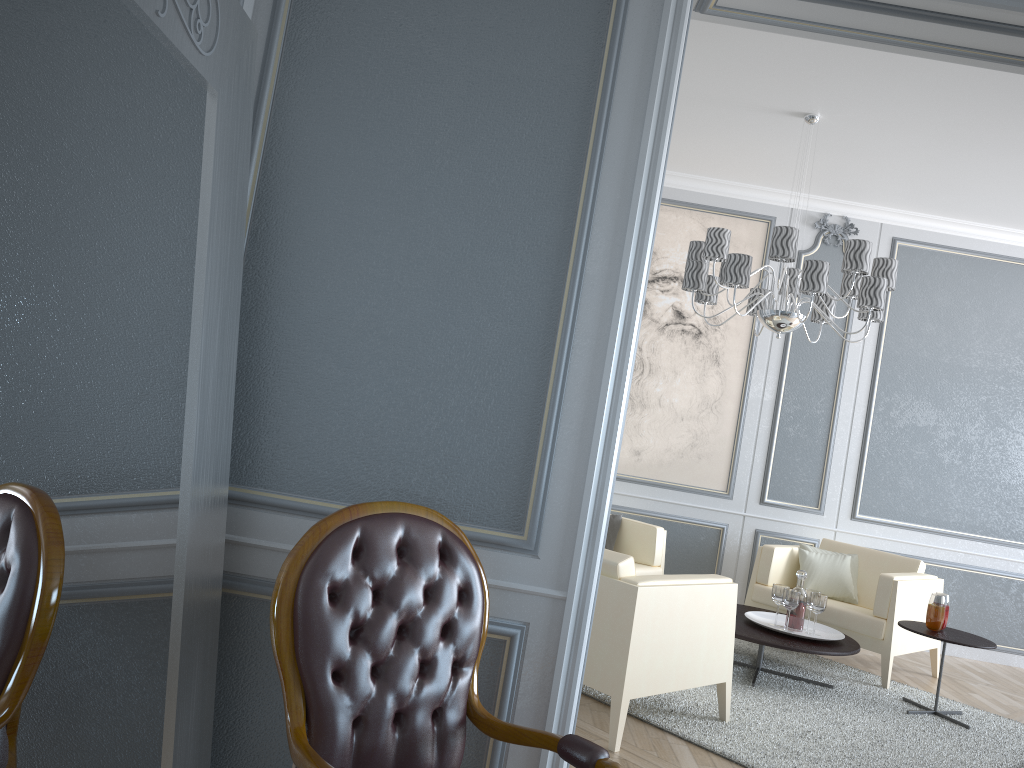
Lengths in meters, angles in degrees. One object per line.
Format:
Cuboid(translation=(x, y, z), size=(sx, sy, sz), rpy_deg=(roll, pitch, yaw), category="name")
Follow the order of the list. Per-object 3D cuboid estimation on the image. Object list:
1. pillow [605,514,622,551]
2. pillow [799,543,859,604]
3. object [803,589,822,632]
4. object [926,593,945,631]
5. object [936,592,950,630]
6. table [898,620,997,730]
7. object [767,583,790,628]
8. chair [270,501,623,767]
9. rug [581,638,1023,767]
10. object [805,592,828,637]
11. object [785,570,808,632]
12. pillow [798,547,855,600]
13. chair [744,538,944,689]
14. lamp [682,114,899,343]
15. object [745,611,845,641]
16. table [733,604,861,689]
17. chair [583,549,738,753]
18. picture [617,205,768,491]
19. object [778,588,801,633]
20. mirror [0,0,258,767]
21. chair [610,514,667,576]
Cuboid(translation=(0.436, 0.860, 5.125), size=(0.351, 0.276, 0.184), rpy_deg=(9, -3, 16), category="pillow")
Cuboid(translation=(1.828, 1.095, 5.123), size=(0.351, 0.276, 0.184), rpy_deg=(9, -3, 6), category="pillow")
Cuboid(translation=(1.462, 1.111, 4.347), size=(0.080, 0.196, 0.080), rpy_deg=(10, -3, -17), category="object")
Cuboid(translation=(1.963, 1.059, 4.108), size=(0.075, 0.166, 0.075), rpy_deg=(10, -3, -11), category="object")
Cuboid(translation=(2.016, 1.070, 4.176), size=(0.075, 0.166, 0.075), rpy_deg=(12, -4, -41), category="object")
Cuboid(translation=(1.972, 1.339, 4.082), size=(0.413, 0.385, 0.414), rpy_deg=(12, -3, -42), category="table")
Cuboid(translation=(1.303, 1.084, 4.339), size=(0.080, 0.196, 0.080), rpy_deg=(10, -3, -17), category="object")
Cuboid(translation=(-0.145, 0.670, 1.606), size=(0.571, 0.829, 0.575), rpy_deg=(12, -3, -40), category="chair")
Cuboid(translation=(1.149, 1.388, 4.046), size=(2.002, 0.010, 1.996), rpy_deg=(8, -3, 45), category="rug")
Cuboid(translation=(1.463, 1.108, 4.264), size=(0.080, 0.196, 0.080), rpy_deg=(10, -3, -17), category="object")
Cuboid(translation=(1.392, 1.050, 4.316), size=(0.086, 0.290, 0.086), rpy_deg=(9, -3, 21), category="object")
Cuboid(translation=(1.787, 1.085, 5.045), size=(0.311, 0.245, 0.163), rpy_deg=(10, -3, -6), category="pillow")
Cuboid(translation=(1.863, 1.229, 4.974), size=(0.856, 0.621, 0.736), rpy_deg=(7, -3, 45), category="chair")
Cuboid(translation=(1.388, -0.774, 4.364), size=(0.976, 1.120, 0.976), rpy_deg=(10, -2, -12), category="lamp")
Cuboid(translation=(1.365, 1.181, 4.298), size=(0.468, 0.028, 0.467), rpy_deg=(9, -2, 13), category="object")
Cuboid(translation=(1.224, 1.295, 4.349), size=(0.882, 0.239, 0.882), rpy_deg=(10, -2, -2), category="table")
Cuboid(translation=(0.347, 0.925, 3.509), size=(0.856, 0.621, 0.736), rpy_deg=(7, -3, 45), category="chair")
Cuboid(translation=(0.920, -0.278, 5.698), size=(1.199, 1.753, 0.001), rpy_deg=(10, -3, 0), category="picture")
Cuboid(translation=(1.327, 1.084, 4.243), size=(0.080, 0.196, 0.080), rpy_deg=(9, -3, 3), category="object")
Cuboid(translation=(-0.625, 0.093, 1.225), size=(0.251, 1.794, 1.399), rpy_deg=(10, -2, 0), category="mirror")
Cuboid(translation=(0.341, 0.972, 4.980), size=(0.738, 0.621, 0.853), rpy_deg=(7, -3, 45), category="chair")
